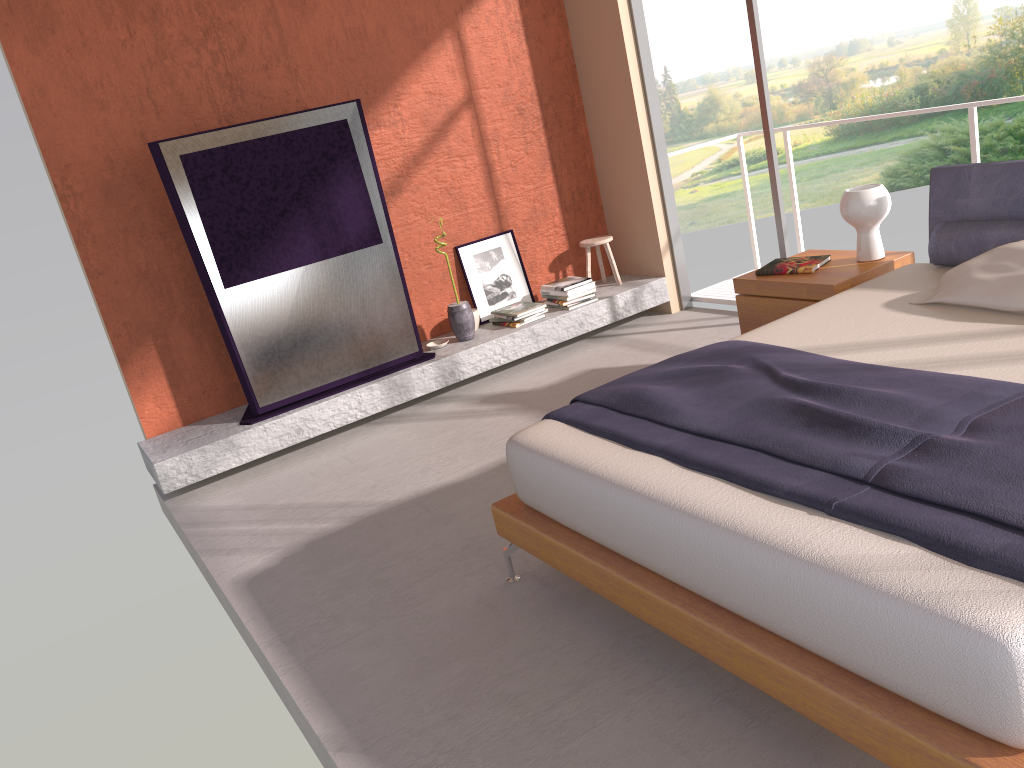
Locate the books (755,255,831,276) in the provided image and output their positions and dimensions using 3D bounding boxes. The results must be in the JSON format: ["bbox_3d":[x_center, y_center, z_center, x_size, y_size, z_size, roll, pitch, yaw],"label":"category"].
[{"bbox_3d":[1.390,-0.584,4.381,0.287,0.025,0.247,2,23,41],"label":"books"}]

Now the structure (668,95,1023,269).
[{"bbox_3d":[3.378,-0.664,3.121,0.728,1.005,7.689,-22,19,-26],"label":"structure"}]

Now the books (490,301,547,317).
[{"bbox_3d":[0.043,-0.499,5.918,0.247,0.018,0.328,-23,19,-29],"label":"books"}]

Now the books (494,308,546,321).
[{"bbox_3d":[0.052,-0.479,5.921,0.247,0.025,0.287,-21,18,-24],"label":"books"}]

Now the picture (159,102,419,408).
[{"bbox_3d":[-1.191,-0.741,5.058,1.129,1.496,0.126,-22,19,-26],"label":"picture"}]

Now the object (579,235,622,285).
[{"bbox_3d":[0.643,-0.868,6.343,0.260,0.349,0.257,-3,20,31],"label":"object"}]

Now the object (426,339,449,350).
[{"bbox_3d":[-0.477,-0.248,5.736,0.152,0.040,0.152,-11,17,7],"label":"object"}]

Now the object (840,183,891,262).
[{"bbox_3d":[1.671,-0.756,4.173,0.224,0.338,0.224,-18,17,-15],"label":"object"}]

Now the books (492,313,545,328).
[{"bbox_3d":[0.045,-0.433,5.932,0.247,0.025,0.287,-23,19,-29],"label":"books"}]

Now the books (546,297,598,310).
[{"bbox_3d":[0.404,-0.561,6.090,0.247,0.018,0.328,-21,18,-24],"label":"books"}]

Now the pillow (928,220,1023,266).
[{"bbox_3d":[2.219,-0.501,3.209,0.205,0.201,1.470,-22,19,-26],"label":"pillow"}]

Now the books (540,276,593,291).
[{"bbox_3d":[0.373,-0.684,6.058,0.247,0.025,0.287,-22,19,-26],"label":"books"}]

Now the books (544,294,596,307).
[{"bbox_3d":[0.397,-0.579,6.090,0.247,0.018,0.287,-22,19,-26],"label":"books"}]

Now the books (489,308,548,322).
[{"bbox_3d":[0.046,-0.460,5.938,0.328,0.018,0.247,4,24,45],"label":"books"}]

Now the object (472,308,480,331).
[{"bbox_3d":[-0.300,-0.416,5.947,0.179,0.137,0.180,-17,17,-14],"label":"object"}]

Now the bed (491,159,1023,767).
[{"bbox_3d":[1.388,0.005,2.820,2.462,0.959,2.017,-22,19,-26],"label":"bed"}]

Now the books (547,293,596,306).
[{"bbox_3d":[0.402,-0.594,6.061,0.247,0.025,0.287,-18,17,-16],"label":"books"}]

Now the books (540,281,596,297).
[{"bbox_3d":[0.383,-0.654,6.062,0.247,0.038,0.319,-23,19,-28],"label":"books"}]

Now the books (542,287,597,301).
[{"bbox_3d":[0.390,-0.623,6.071,0.247,0.027,0.328,-21,18,-24],"label":"books"}]

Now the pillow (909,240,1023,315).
[{"bbox_3d":[1.854,-0.386,3.113,0.431,0.264,0.869,-19,18,-19],"label":"pillow"}]

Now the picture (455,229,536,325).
[{"bbox_3d":[-0.108,-0.741,6.125,0.458,0.550,0.117,-22,19,-26],"label":"picture"}]

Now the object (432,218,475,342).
[{"bbox_3d":[-0.384,-0.666,5.654,0.165,0.810,0.165,-14,17,-4],"label":"object"}]

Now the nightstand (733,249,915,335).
[{"bbox_3d":[1.562,-0.318,4.397,0.562,0.556,0.628,-22,19,-26],"label":"nightstand"}]

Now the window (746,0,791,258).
[{"bbox_3d":[2.925,-1.420,2.496,0.075,3.133,6.106,-22,19,-26],"label":"window"}]
